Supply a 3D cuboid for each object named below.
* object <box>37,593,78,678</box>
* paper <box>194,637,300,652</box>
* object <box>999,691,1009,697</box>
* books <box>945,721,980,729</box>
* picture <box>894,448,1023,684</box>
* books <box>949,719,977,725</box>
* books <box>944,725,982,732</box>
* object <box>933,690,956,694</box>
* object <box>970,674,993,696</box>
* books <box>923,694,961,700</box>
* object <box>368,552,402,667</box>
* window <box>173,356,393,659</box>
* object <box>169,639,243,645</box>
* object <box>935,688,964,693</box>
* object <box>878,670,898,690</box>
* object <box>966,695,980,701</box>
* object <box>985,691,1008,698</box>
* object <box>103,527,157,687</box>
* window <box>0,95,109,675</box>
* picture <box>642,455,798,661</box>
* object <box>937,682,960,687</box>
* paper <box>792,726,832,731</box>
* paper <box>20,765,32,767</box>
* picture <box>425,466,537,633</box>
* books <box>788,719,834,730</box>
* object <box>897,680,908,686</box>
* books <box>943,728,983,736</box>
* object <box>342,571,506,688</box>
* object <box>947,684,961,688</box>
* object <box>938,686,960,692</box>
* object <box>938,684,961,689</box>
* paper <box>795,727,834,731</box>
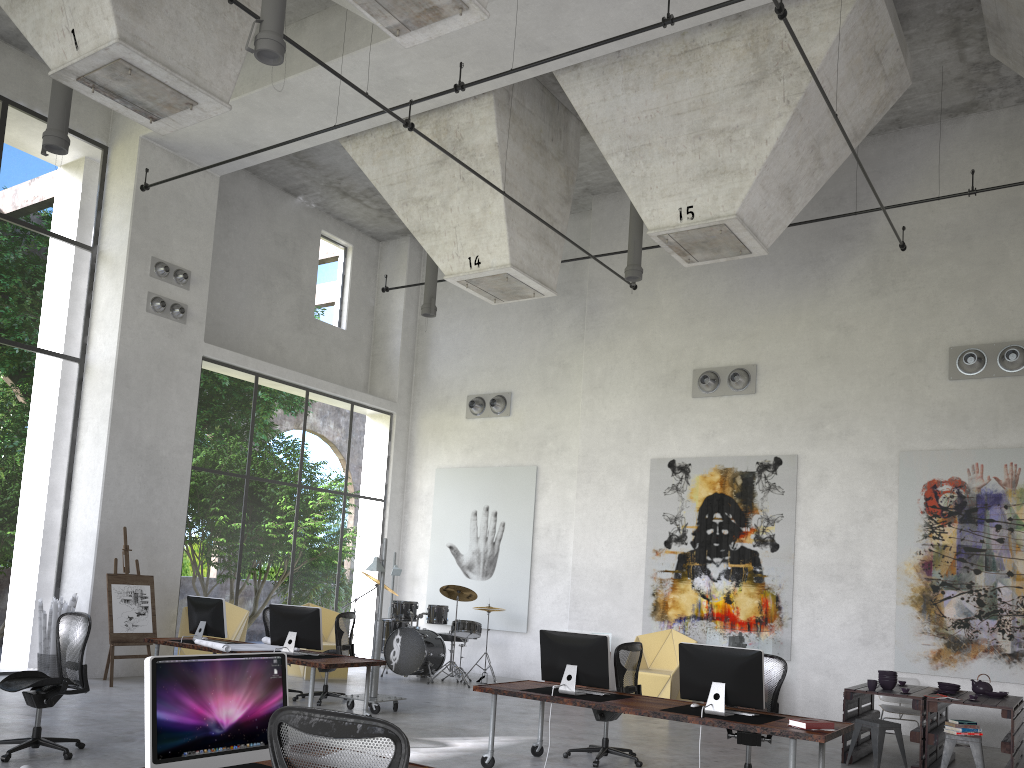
[{"bbox_3d":[-6.091,3.379,11.709,0.440,1.192,0.419,2,-6,12],"label":"object"},{"bbox_3d":[-3.160,3.103,10.487,0.981,0.103,1.092,-8,-18,43],"label":"paper"},{"bbox_3d":[5.396,3.403,9.634,0.116,0.055,0.140,5,-12,-5],"label":"object"},{"bbox_3d":[4.406,3.338,8.595,0.254,0.032,0.178,5,-13,-5],"label":"books"},{"bbox_3d":[6.213,2.338,11.446,2.221,2.976,0.021,-2,-7,34],"label":"picture"},{"bbox_3d":[4.412,3.310,8.597,0.205,0.025,0.146,6,-13,-10],"label":"books"},{"bbox_3d":[4.409,3.370,8.590,0.286,0.033,0.200,10,-14,-24],"label":"books"},{"bbox_3d":[4.678,3.344,9.511,0.234,0.019,0.239,-3,-15,29],"label":"object"},{"bbox_3d":[5.223,3.337,9.761,0.218,0.229,0.215,-2,-10,32],"label":"object"},{"bbox_3d":[4.450,3.227,9.072,0.304,0.029,0.228,3,-13,2],"label":"books"},{"bbox_3d":[-2.276,4.231,16.494,0.582,2.122,0.602,6,-6,-21],"label":"object"},{"bbox_3d":[-3.787,2.471,15.395,0.020,4.818,4.640,0,-9,34],"label":"window"},{"bbox_3d":[-3.729,3.193,10.837,0.851,0.008,0.700,-5,-16,35],"label":"object"},{"bbox_3d":[4.843,3.405,9.730,0.295,0.024,0.302,1,-13,11],"label":"object"},{"bbox_3d":[4.117,3.242,9.625,0.193,0.211,0.217,-2,-11,35],"label":"object"},{"bbox_3d":[4.706,3.207,8.976,0.137,0.055,0.119,2,-12,9],"label":"object"},{"bbox_3d":[5.228,3.359,9.485,0.229,0.046,0.234,1,-13,11],"label":"object"},{"bbox_3d":[-5.269,3.022,12.029,0.685,2.113,0.704,0,-7,35],"label":"object"},{"bbox_3d":[-7.968,-0.381,10.391,0.067,7.733,6.060,0,-9,34],"label":"window"},{"bbox_3d":[3.141,2.609,13.485,2.358,2.976,0.021,-2,-7,34],"label":"picture"},{"bbox_3d":[4.840,3.345,9.737,0.229,0.057,0.233,-5,-15,33],"label":"object"},{"bbox_3d":[2.304,2.640,6.763,0.290,0.001,0.215,0,-13,16],"label":"paper"},{"bbox_3d":[-1.947,1.408,2.752,0.895,0.102,1.963,8,-13,-16],"label":"paper"},{"bbox_3d":[-0.617,3.061,16.502,2.340,2.976,0.021,-2,-7,34],"label":"picture"},{"bbox_3d":[2.290,2.605,6.733,0.287,0.051,0.205,9,-14,-23],"label":"books"},{"bbox_3d":[4.550,3.484,10.225,0.139,0.055,0.117,14,-15,-39],"label":"object"},{"bbox_3d":[4.406,3.404,8.587,0.285,0.034,0.201,6,-13,-10],"label":"books"},{"bbox_3d":[-1.493,4.178,15.161,2.968,1.718,1.919,0,-10,18],"label":"object"},{"bbox_3d":[4.846,3.357,9.736,0.229,0.062,0.233,-3,-14,29],"label":"object"},{"bbox_3d":[4.842,3.384,9.730,0.229,0.046,0.233,5,-13,-6],"label":"object"},{"bbox_3d":[4.845,3.369,9.730,0.228,0.062,0.233,-3,-14,29],"label":"object"},{"bbox_3d":[2.304,2.641,6.763,0.290,0.001,0.215,2,-13,6],"label":"paper"}]
